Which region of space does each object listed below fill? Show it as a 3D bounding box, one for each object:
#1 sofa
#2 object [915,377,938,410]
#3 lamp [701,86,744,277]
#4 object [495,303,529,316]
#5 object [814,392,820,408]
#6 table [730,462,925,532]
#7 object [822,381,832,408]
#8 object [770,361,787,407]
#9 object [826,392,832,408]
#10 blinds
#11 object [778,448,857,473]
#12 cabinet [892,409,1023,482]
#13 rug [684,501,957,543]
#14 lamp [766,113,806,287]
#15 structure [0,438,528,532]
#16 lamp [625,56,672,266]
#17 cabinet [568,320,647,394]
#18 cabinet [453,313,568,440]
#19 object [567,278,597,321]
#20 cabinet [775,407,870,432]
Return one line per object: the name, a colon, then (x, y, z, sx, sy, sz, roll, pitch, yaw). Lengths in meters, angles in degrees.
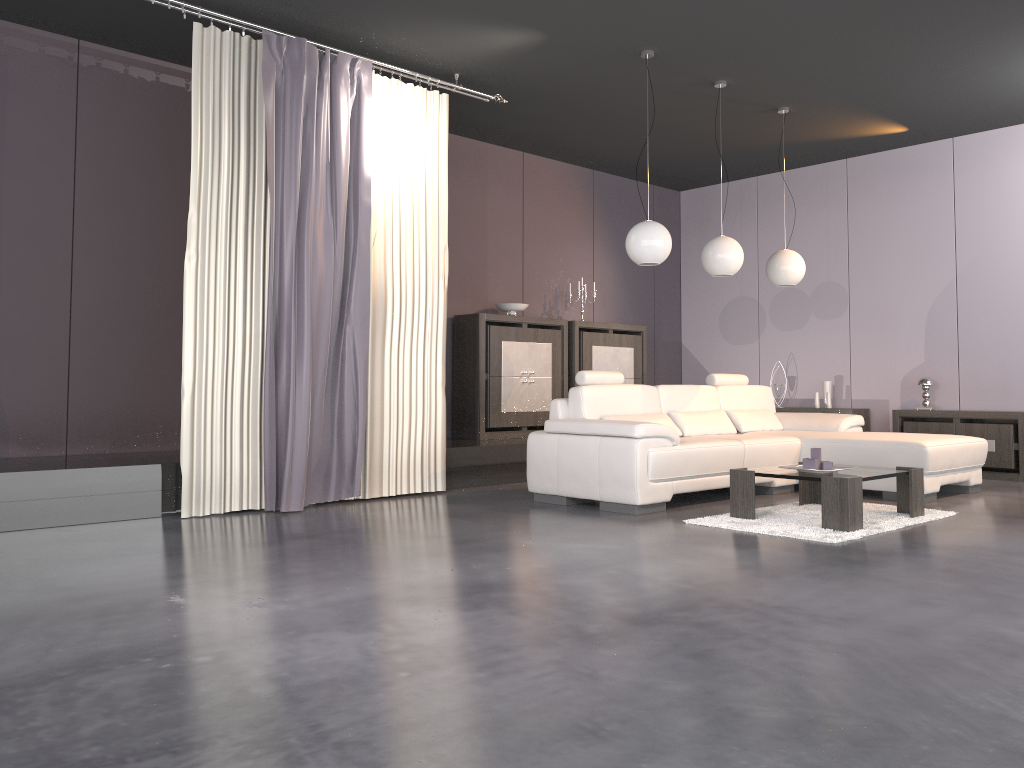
sofa: (1.756, 0.340, 6.087, 2.859, 0.861, 1.867, 1, -1, -43)
object: (3.672, 0.082, 7.850, 0.140, 0.285, 0.140, 3, -4, -43)
lamp: (1.540, -1.499, 6.517, 0.307, 1.419, 0.306, 3, -4, -40)
object: (-0.001, -0.658, 8.026, 0.309, 0.117, 0.308, 0, -1, -9)
object: (2.948, 0.157, 8.562, 0.051, 0.152, 0.051, -1, -3, 26)
table: (1.796, 0.617, 5.034, 0.904, 0.271, 0.700, 1, -1, -43)
object: (3.053, 0.101, 8.580, 0.089, 0.264, 0.089, 0, -3, 9)
object: (2.675, 0.001, 8.886, 0.108, 0.467, 0.123, 3, -4, -42)
object: (3.030, 0.156, 8.473, 0.051, 0.152, 0.051, -1, -3, 26)
blinds: (-1.230, -0.746, 5.472, 3.285, 3.004, 0.248, 2, -3, -42)
object: (1.713, 0.423, 4.966, 0.304, 0.137, 0.304, 1, -1, -38)
cabinet: (3.867, 0.507, 7.575, 0.377, 0.556, 1.071, 2, -2, -43)
rug: (1.779, 0.755, 5.024, 1.525, 0.023, 0.915, 0, 0, -43)
lamp: (2.191, -1.494, 7.124, 0.307, 1.419, 0.306, 3, -4, -39)
structure: (-1.412, 0.613, 6.247, 8.763, 0.301, 0.999, 0, -1, -43)
lamp: (0.912, -1.505, 5.937, 0.307, 1.419, 0.306, -1, -3, 15)
cabinet: (0.876, -0.055, 8.758, 1.071, 1.077, 0.411, 2, -3, -43)
cabinet: (0.021, -0.062, 7.968, 1.071, 1.077, 0.411, 2, -3, -43)
object: (0.685, -0.817, 8.641, 0.229, 0.447, 0.229, 1, -3, -25)
cabinet: (2.884, 0.511, 8.635, 0.377, 0.556, 1.071, 2, -2, -43)
